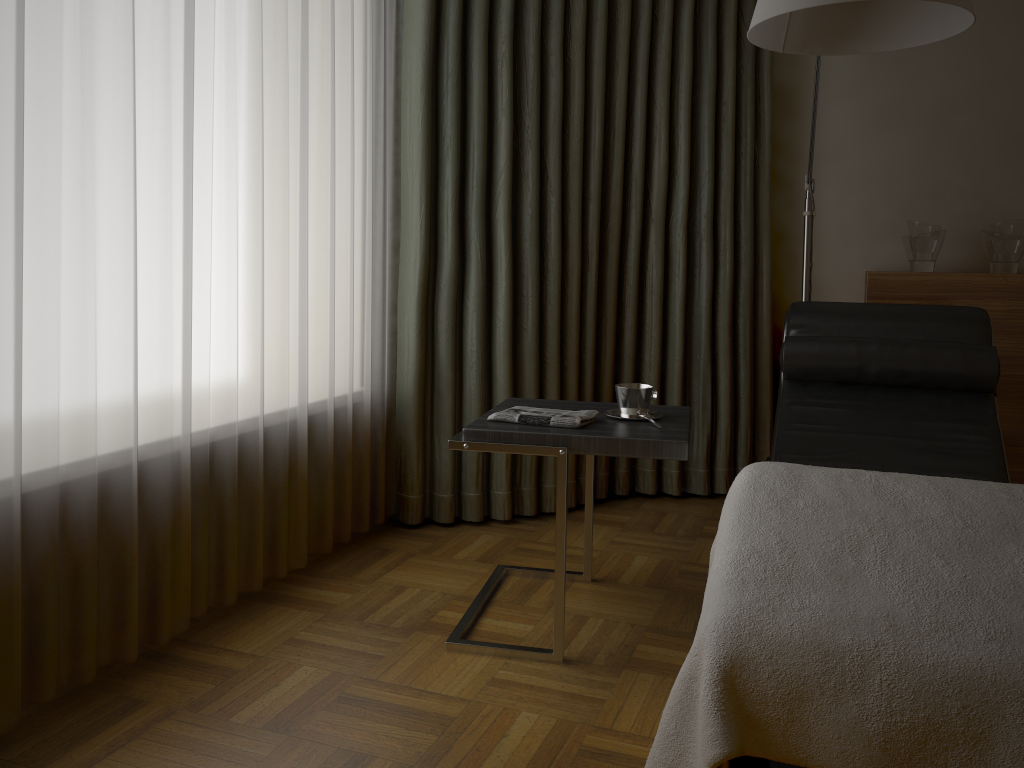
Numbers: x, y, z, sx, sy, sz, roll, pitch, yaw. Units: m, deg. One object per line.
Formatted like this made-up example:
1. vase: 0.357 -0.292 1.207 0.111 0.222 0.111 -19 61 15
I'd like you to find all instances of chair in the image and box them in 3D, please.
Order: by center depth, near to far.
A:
1. chair: 0.889 0.236 2.072 0.636 0.792 1.799 3 7 21

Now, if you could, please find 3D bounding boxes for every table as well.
1. table: 0.188 0.105 2.244 0.518 0.045 0.503 3 8 12

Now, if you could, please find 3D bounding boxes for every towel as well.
1. towel: 0.082 0.080 2.178 0.241 0.035 0.180 5 8 24

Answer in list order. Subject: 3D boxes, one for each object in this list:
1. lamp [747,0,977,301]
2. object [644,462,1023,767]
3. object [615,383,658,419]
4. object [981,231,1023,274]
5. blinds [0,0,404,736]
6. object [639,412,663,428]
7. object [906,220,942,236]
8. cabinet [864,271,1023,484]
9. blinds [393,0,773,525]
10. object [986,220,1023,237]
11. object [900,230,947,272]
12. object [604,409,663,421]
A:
1. lamp: 0.924 -0.341 2.338 0.452 1.957 1.421 2 5 24
2. object: 0.683 0.448 1.592 0.918 0.517 0.914 4 7 21
3. object: 0.312 0.043 2.249 0.098 0.078 0.111 3 7 22
4. object: 1.769 -0.475 3.173 0.155 0.153 0.157 2 5 11
5. blinds: -0.770 -0.561 1.969 0.092 2.278 2.208 2 5 21
6. object: 0.338 0.086 2.147 0.029 0.019 0.124 0 8 -10
7. object: 1.520 -0.530 3.267 0.122 0.149 0.123 1 5 3
8. cabinet: 2.130 0.051 3.104 1.676 0.858 0.417 4 4 21
9. blinds: 0.330 -0.778 3.245 1.533 2.441 0.225 -1 3 -24
10. object: 1.770 -0.513 3.171 0.122 0.149 0.123 1 5 0
11. object: 1.519 -0.492 3.269 0.156 0.153 0.156 -1 6 -22
12. object: 0.309 0.080 2.245 0.150 0.009 0.151 5 9 26
